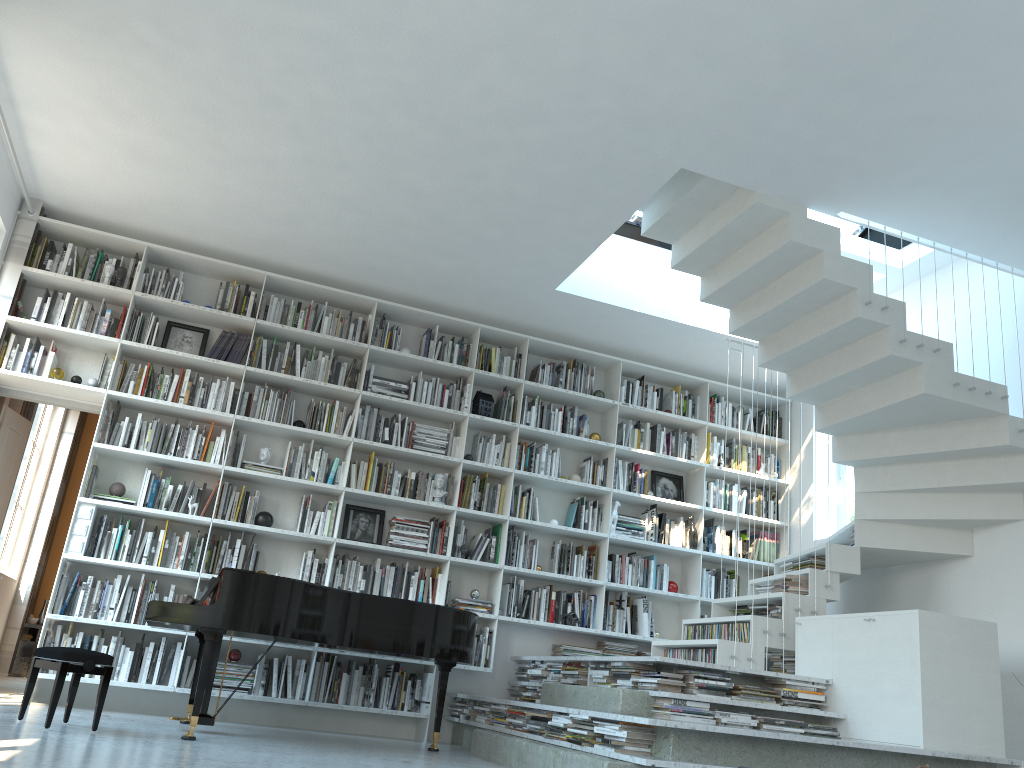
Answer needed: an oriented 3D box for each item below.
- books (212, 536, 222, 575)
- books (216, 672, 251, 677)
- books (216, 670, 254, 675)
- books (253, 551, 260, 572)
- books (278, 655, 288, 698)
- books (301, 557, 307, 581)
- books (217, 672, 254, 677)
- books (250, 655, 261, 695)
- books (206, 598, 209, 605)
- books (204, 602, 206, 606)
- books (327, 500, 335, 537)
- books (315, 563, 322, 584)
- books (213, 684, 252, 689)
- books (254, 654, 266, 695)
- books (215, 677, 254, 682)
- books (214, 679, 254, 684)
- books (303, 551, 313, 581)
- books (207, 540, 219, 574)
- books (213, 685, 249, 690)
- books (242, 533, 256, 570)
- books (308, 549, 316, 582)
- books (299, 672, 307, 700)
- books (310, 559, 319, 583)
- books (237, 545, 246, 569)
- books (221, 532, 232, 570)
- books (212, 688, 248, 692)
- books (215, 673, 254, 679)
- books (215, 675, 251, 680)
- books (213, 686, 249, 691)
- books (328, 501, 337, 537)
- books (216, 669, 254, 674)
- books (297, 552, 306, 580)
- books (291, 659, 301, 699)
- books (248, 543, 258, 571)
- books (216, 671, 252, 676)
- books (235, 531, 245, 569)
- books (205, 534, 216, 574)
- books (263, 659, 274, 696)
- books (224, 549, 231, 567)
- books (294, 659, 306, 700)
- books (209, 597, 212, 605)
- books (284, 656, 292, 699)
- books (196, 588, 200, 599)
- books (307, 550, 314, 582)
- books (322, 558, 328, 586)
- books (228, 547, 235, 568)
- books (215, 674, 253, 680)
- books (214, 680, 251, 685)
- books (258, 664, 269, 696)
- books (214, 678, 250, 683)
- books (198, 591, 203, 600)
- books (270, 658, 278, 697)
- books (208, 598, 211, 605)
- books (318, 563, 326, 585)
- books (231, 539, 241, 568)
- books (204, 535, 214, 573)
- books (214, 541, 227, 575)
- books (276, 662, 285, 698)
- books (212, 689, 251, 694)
[{"bbox_3d":[-2.033,1.192,6.101,0.012,0.271,0.182,13,-20,-17],"label":"books"},{"bbox_3d":[-1.887,1.951,5.957,0.254,0.005,0.161,13,-20,-17],"label":"books"},{"bbox_3d":[-1.885,1.935,5.960,0.285,0.005,0.160,12,-20,-16],"label":"books"},{"bbox_3d":[-1.797,1.281,6.185,0.023,0.211,0.160,13,-20,-17],"label":"books"},{"bbox_3d":[-1.568,1.991,6.040,0.012,0.273,0.180,13,-20,-17],"label":"books"},{"bbox_3d":[-1.490,1.346,6.292,0.015,0.224,0.148,13,-20,-17],"label":"books"},{"bbox_3d":[-1.885,1.944,5.954,0.285,0.005,0.160,13,-20,-19],"label":"books"},{"bbox_3d":[-1.733,1.966,5.992,0.012,0.253,0.161,13,-20,-17],"label":"books"},{"bbox_3d":[-2.078,1.540,6.002,0.013,0.287,0.161,13,-20,-17],"label":"books"},{"bbox_3d":[-2.088,1.540,5.995,0.010,0.281,0.149,13,-20,-17],"label":"books"},{"bbox_3d":[-1.329,0.996,6.428,0.011,0.278,0.188,13,-20,-17],"label":"books"},{"bbox_3d":[-1.397,1.383,6.320,0.031,0.194,0.142,13,-20,-17],"label":"books"},{"bbox_3d":[-1.891,2.019,5.925,0.285,0.007,0.160,14,-21,-21],"label":"books"},{"bbox_3d":[-1.717,1.969,6.014,0.031,0.264,0.145,13,-20,-17],"label":"books"},{"bbox_3d":[-1.884,1.973,5.939,0.285,0.007,0.160,15,-21,-22],"label":"books"},{"bbox_3d":[-1.886,1.987,5.936,0.285,0.007,0.160,14,-21,-21],"label":"books"},{"bbox_3d":[-1.462,1.325,6.288,0.027,0.268,0.159,13,-20,-17],"label":"books"},{"bbox_3d":[-2.057,1.205,6.096,0.030,0.238,0.157,13,-20,-17],"label":"books"},{"bbox_3d":[-1.894,2.027,5.929,0.254,0.007,0.161,12,-20,-16],"label":"books"},{"bbox_3d":[-1.845,1.209,6.173,0.050,0.327,0.167,13,-20,-17],"label":"books"},{"bbox_3d":[-1.436,1.324,6.310,0.014,0.289,0.132,13,-20,-17],"label":"books"},{"bbox_3d":[-1.446,2.068,6.077,0.024,0.179,0.172,13,-20,-17],"label":"books"},{"bbox_3d":[-1.417,1.359,6.297,0.029,0.220,0.153,13,-20,-17],"label":"books"},{"bbox_3d":[-1.892,1.247,6.162,0.029,0.240,0.136,13,-20,-17],"label":"books"},{"bbox_3d":[-1.983,1.186,6.130,0.014,0.312,0.166,13,-20,-17],"label":"books"},{"bbox_3d":[-1.894,2.038,5.919,0.254,0.007,0.161,11,-20,-13],"label":"books"},{"bbox_3d":[-1.886,1.957,5.956,0.285,0.007,0.160,13,-20,-17],"label":"books"},{"bbox_3d":[-1.886,1.970,5.949,0.254,0.007,0.161,12,-20,-16],"label":"books"},{"bbox_3d":[-1.896,2.034,5.929,0.254,0.007,0.161,13,-20,-17],"label":"books"},{"bbox_3d":[-1.315,0.999,6.436,0.021,0.280,0.162,13,-20,-17],"label":"books"},{"bbox_3d":[-1.884,1.930,5.962,0.285,0.005,0.160,13,-20,-18],"label":"books"},{"bbox_3d":[-1.498,1.328,6.285,0.012,0.253,0.161,13,-20,-17],"label":"books"},{"bbox_3d":[-1.492,2.025,6.089,0.025,0.258,0.133,13,-20,-17],"label":"books"},{"bbox_3d":[-1.813,1.249,6.172,0.027,0.260,0.164,13,-20,-17],"label":"books"},{"bbox_3d":[-1.885,1.940,5.958,0.254,0.005,0.161,13,-20,-18],"label":"books"},{"bbox_3d":[-1.909,1.198,6.179,0.013,0.337,0.138,13,-20,-17],"label":"books"},{"bbox_3d":[-2.076,1.181,6.100,0.013,0.282,0.147,13,-20,-17],"label":"books"},{"bbox_3d":[-1.663,1.995,6.026,0.028,0.237,0.136,13,-20,-17],"label":"books"},{"bbox_3d":[-1.973,1.246,6.121,0.024,0.195,0.157,13,-20,-17],"label":"books"},{"bbox_3d":[-1.458,2.021,6.068,0.024,0.259,0.190,13,-20,-17],"label":"books"},{"bbox_3d":[-2.048,1.565,5.986,0.023,0.236,0.173,13,-20,-17],"label":"books"},{"bbox_3d":[-1.532,2.003,6.065,0.074,0.275,0.181,13,-20,-17],"label":"books"},{"bbox_3d":[-2.145,1.527,5.984,0.012,0.284,0.160,13,-20,-17],"label":"books"},{"bbox_3d":[-1.449,1.329,6.308,0.010,0.276,0.156,13,-20,-17],"label":"books"},{"bbox_3d":[-1.354,1.375,6.353,0.019,0.241,0.108,13,-20,-17],"label":"books"},{"bbox_3d":[-1.949,1.241,6.127,0.021,0.214,0.172,13,-20,-17],"label":"books"},{"bbox_3d":[-1.885,1.963,5.952,0.285,0.007,0.160,12,-20,-16],"label":"books"},{"bbox_3d":[-1.887,1.993,5.935,0.254,0.007,0.161,14,-21,-21],"label":"books"},{"bbox_3d":[-1.688,2.002,6.002,0.029,0.201,0.178,13,-20,-17],"label":"books"},{"bbox_3d":[-1.888,1.982,5.945,0.254,0.007,0.161,12,-20,-16],"label":"books"},{"bbox_3d":[-2.130,1.540,5.987,0.023,0.265,0.135,13,-20,-17],"label":"books"},{"bbox_3d":[-1.618,1.994,6.031,0.063,0.252,0.178,13,-20,-17],"label":"books"},{"bbox_3d":[-2.067,1.568,5.989,0.010,0.227,0.168,13,-20,-17],"label":"books"},{"bbox_3d":[-1.367,1.383,6.317,0.024,0.200,0.159,13,-20,-17],"label":"books"},{"bbox_3d":[-1.922,1.220,6.140,0.027,0.268,0.185,13,-20,-17],"label":"books"},{"bbox_3d":[-2.092,1.184,6.103,0.013,0.274,0.147,13,-20,-17],"label":"books"},{"bbox_3d":[-2.013,1.211,6.112,0.042,0.247,0.163,13,-20,-17],"label":"books"},{"bbox_3d":[-1.584,2.011,6.037,0.011,0.231,0.174,13,-20,-17],"label":"books"},{"bbox_3d":[-1.897,2.047,5.925,0.285,0.007,0.160,13,-20,-17],"label":"books"}]
